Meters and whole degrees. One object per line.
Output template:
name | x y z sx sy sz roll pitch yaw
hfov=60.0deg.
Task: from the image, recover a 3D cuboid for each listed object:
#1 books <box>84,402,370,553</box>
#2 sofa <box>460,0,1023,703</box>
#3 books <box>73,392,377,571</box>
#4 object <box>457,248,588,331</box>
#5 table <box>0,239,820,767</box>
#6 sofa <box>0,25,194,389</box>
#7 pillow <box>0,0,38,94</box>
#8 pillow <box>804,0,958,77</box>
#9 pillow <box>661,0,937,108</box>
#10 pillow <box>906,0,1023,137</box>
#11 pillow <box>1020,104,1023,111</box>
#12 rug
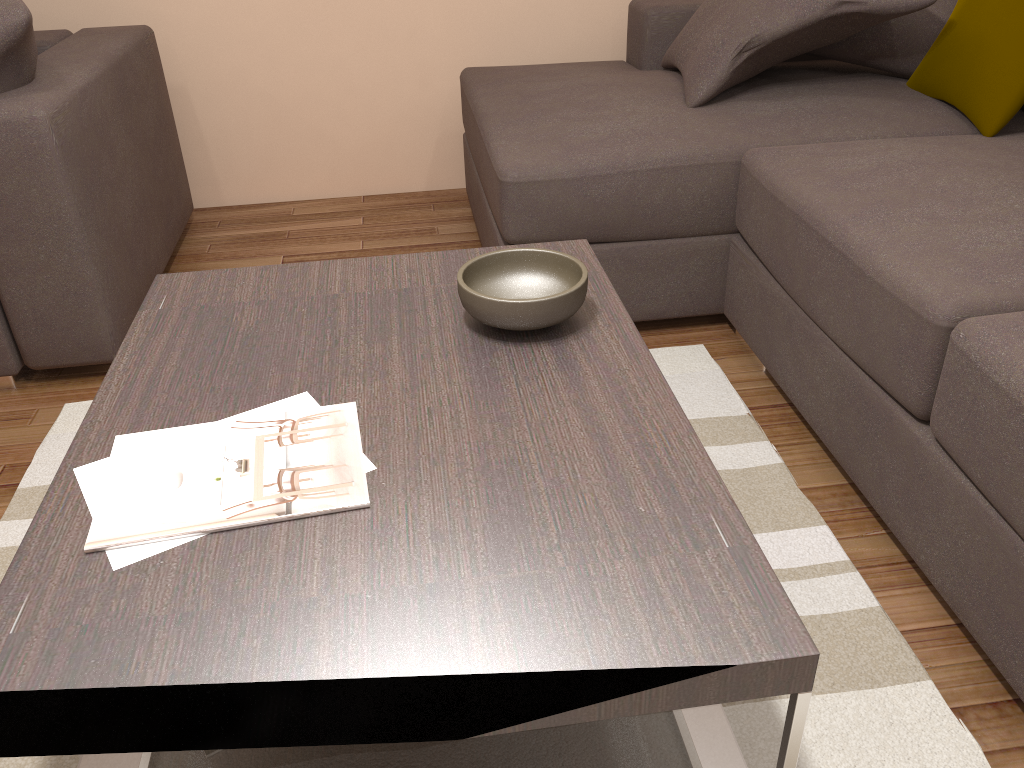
books | -0.363 0.113 1.164 0.332 0.010 0.241 -8 32 -10
sofa | 0.984 -0.248 2.050 1.906 0.776 3.565 -6 31 -6
books | -0.380 0.116 1.173 0.332 0.008 0.241 -20 36 -27
object | 0.018 -0.151 1.504 0.219 0.081 0.219 -3 31 -2
table | -0.186 0.264 1.448 0.856 0.558 1.110 -6 31 -6
sofa | -2.897 -0.303 2.378 3.565 0.776 1.906 -6 31 -6
pillow | -1.571 -0.816 2.361 0.560 0.470 0.749 -23 37 -30
pillow | 1.168 -1.366 2.918 0.806 0.578 0.483 20 37 32
pillow | 0.819 -1.134 2.771 0.645 0.415 0.792 -3 31 -1
pillow | 1.403 -0.991 2.523 0.335 0.486 0.631 -4 31 -3
pillow | 1.668 -0.897 2.277 0.431 0.576 0.787 2 31 7
rug | -0.180 0.508 1.585 1.791 0.024 2.122 -6 31 -6
